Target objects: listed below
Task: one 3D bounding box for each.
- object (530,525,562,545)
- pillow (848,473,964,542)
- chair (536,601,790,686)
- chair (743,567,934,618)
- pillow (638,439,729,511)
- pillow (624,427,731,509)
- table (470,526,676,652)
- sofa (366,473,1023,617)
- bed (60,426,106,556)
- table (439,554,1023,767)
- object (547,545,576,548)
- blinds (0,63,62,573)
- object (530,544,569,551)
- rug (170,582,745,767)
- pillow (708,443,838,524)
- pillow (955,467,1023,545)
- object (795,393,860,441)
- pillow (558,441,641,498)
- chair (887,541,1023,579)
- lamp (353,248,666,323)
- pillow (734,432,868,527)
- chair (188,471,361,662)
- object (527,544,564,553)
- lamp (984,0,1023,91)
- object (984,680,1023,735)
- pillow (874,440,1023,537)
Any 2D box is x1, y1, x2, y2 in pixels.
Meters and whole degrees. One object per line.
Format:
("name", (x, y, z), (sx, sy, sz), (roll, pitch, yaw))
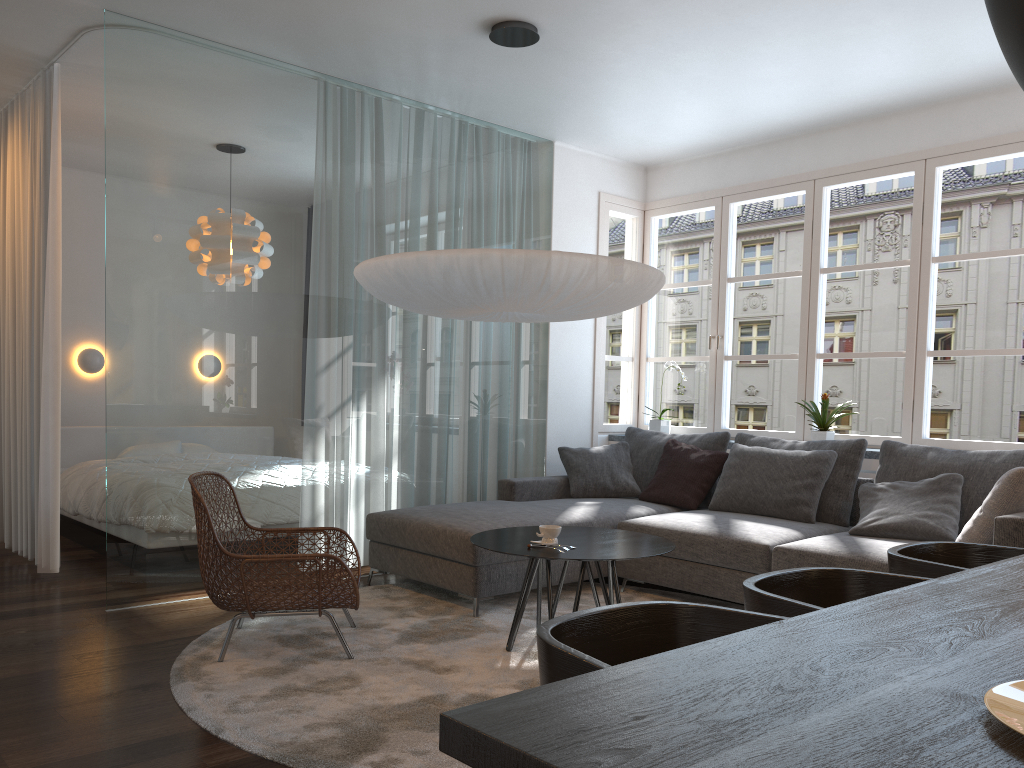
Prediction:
("object", (0.134, 0.612, 3.575), (0.139, 0.069, 0.091), (1, 1, -30))
("pillow", (1.911, 0.585, 4.294), (0.491, 0.322, 0.444), (2, 1, 30))
("chair", (0.304, 0.755, 1.471), (0.593, 0.673, 0.518), (0, 2, -43))
("chair", (0.762, 0.772, 1.878), (0.593, 0.673, 0.518), (0, 2, -41))
("pillow", (1.040, 0.547, 5.399), (0.311, 0.404, 0.520), (0, 1, -40))
("pillow", (0.988, 0.527, 5.691), (0.275, 0.479, 0.834), (-1, 1, -41))
("table", (0.244, 0.888, 3.688), (0.847, 0.474, 0.845), (1, 0, -39))
("sofa", (0.946, 0.819, 4.448), (2.039, 0.673, 3.062), (2, -1, -42))
("bed", (-2.116, 0.734, 6.421), (2.166, 0.764, 2.437), (2, -1, -42))
("table", (1.200, 0.772, 1.502), (2.500, 0.681, 1.104), (2, 0, -42))
("object", (0.194, 0.642, 3.500), (0.124, 0.010, 0.026), (1, 0, 15))
("blinds", (-3.021, -0.343, 5.403), (0.154, 2.744, 1.803), (-1, 3, -40))
("object", (0.146, 0.637, 3.469), (0.163, 0.016, 0.025), (1, 0, 23))
("rug", (0.080, 1.116, 3.735), (2.834, 0.012, 2.835), (1, -1, 28))
("pillow", (1.457, 0.550, 4.967), (0.292, 0.398, 0.665), (0, 1, -42))
("pillow", (2.097, 0.540, 3.753), (0.494, 0.416, 0.286), (1, 2, -43))
("object", (1.905, 0.217, 5.343), (0.376, 0.329, 0.322), (2, 1, 23))
("pillow", (0.562, 0.554, 5.719), (0.515, 0.361, 0.346), (1, 1, -2))
("chair", (1.269, 0.792, 2.335), (0.593, 0.673, 0.518), (0, 2, -43))
("lamp", (-0.012, -0.423, 4.232), (1.469, 0.210, 1.468), (1, -1, -5))
("pillow", (1.574, 0.528, 5.049), (0.276, 0.476, 0.837), (-1, 1, -41))
("chair", (-0.976, 0.730, 3.681), (0.685, 0.712, 0.716), (1, 1, -9))
("object", (0.130, 0.637, 3.429), (0.167, 0.015, 0.015), (1, 1, 36))
("lamp", (0.728, -0.594, 0.936), (0.411, 0.543, 0.410), (2, 2, 6))
("object", (0.746, 0.404, 1.021), (0.356, 0.017, 0.355), (2, -1, -38))
("pillow", (2.172, 0.534, 4.361), (0.275, 0.478, 0.835), (-1, 1, -41))
